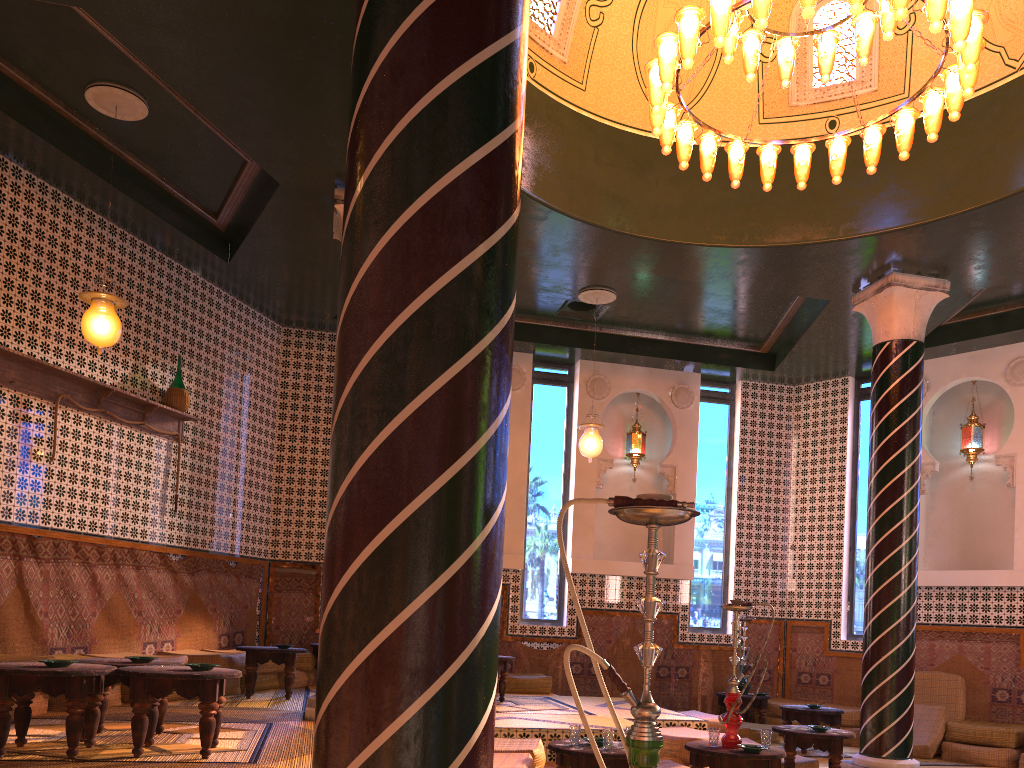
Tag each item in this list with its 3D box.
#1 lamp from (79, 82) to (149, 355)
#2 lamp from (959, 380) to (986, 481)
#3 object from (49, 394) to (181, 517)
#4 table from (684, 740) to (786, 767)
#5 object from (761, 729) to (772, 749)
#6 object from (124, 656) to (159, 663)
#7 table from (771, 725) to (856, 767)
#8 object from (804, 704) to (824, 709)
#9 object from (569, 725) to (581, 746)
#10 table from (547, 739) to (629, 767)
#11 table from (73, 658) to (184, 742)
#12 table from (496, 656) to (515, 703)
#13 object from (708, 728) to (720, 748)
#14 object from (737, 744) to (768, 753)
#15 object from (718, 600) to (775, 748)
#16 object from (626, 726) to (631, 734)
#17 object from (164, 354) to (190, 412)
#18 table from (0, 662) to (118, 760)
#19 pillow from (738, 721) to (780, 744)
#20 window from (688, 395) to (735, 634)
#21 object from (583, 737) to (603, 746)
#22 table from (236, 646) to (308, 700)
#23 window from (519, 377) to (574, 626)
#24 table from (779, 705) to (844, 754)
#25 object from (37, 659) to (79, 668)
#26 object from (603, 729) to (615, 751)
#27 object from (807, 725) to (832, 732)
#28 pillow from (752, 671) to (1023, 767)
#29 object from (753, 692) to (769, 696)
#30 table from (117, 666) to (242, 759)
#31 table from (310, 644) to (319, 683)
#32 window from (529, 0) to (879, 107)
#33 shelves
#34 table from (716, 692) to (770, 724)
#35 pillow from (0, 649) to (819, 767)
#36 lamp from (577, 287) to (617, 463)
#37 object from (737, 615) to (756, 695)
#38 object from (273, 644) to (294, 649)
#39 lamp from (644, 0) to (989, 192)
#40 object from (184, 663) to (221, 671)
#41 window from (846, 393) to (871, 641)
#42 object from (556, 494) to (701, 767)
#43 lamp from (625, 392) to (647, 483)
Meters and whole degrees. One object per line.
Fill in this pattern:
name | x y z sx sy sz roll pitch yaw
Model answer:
lamp | -3.594 -1.403 7.692 0.522 2.292 0.522 4 -3 -23
lamp | 6.823 0.676 12.786 0.364 1.547 0.325 5 -4 -39
object | -4.444 0.864 9.822 0.060 1.025 2.048 2 -12 18
table | 1.876 3.379 7.320 0.846 0.579 0.858 -7 -15 41
object | 2.170 3.033 7.377 0.093 0.161 0.093 7 -7 -34
object | -2.873 2.142 6.698 0.253 0.045 0.256 10 -17 -26
table | 3.145 3.923 9.047 0.839 0.579 0.865 -2 -12 23
object | 4.096 4.374 11.703 0.250 0.045 0.259 2 -15 3
object | 0.509 2.844 6.981 0.092 0.161 0.094 -1 -7 35
table | 0.695 3.236 7.003 0.845 0.579 0.859 7 -12 -21
table | -3.017 2.462 6.732 0.840 0.579 0.864 -3 -13 27
table | -0.388 3.763 11.006 0.838 0.579 0.866 3 -11 0
object | 1.702 2.982 7.274 0.092 0.161 0.094 4 -6 -10
object | 1.983 3.012 7.121 0.252 0.045 0.258 -7 -18 32
object | 1.975 2.471 7.358 0.462 1.239 0.305 3 -3 4
object | 0.977 2.895 7.084 0.093 0.161 0.093 7 -7 -34
object | -4.084 -0.006 10.558 0.301 0.713 0.305 0 -5 29
table | -3.172 2.229 5.909 0.840 0.579 0.864 -3 -13 27
pillow | 3.358 5.142 12.720 0.995 0.273 0.961 15 -19 -40
window | 3.319 2.197 14.536 0.777 3.955 0.092 3 -2 -12
object | 0.705 2.946 7.102 0.252 0.045 0.258 -7 -18 32
table | -2.906 3.478 10.400 0.839 0.579 0.864 4 -11 -6
window | 0.532 1.895 13.923 0.777 3.955 0.092 3 -2 -12
table | 4.063 4.707 11.745 0.846 0.579 0.858 -7 -15 41
object | -3.098 1.911 5.893 0.252 0.045 0.258 -7 -18 32
object | 0.762 2.816 6.833 0.093 0.161 0.093 7 -7 -34
object | 3.200 3.586 8.975 0.253 0.045 0.256 10 -17 -26
pillow | 5.952 4.617 12.007 1.432 1.175 5.823 12 -17 -41
object | 3.906 4.869 13.541 0.250 0.045 0.259 2 -15 3
table | -2.379 2.336 6.161 0.840 0.579 0.864 -3 -13 27
table | -2.492 4.046 12.399 0.837 0.579 0.866 2 -11 6
window | 2.432 -4.347 6.904 5.750 1.143 5.682 -4 -16 23
shelves | -4.702 -0.050 8.699 0.255 0.334 4.637 1 -15 18
table | 3.635 5.202 13.639 0.838 0.579 0.865 3 -11 -3
pillow | -1.346 3.197 8.216 10.068 1.245 10.231 6 -15 -11
lamp | 1.106 -0.076 11.707 0.522 2.292 0.522 4 -3 -23
object | 3.649 4.279 13.639 0.300 1.240 0.471 1 -4 24
object | -2.755 3.168 10.414 0.250 0.045 0.259 2 -15 3
lamp | 2.366 -4.333 6.755 2.472 4.553 2.518 3 -5 -4
object | -2.227 2.039 6.207 0.250 0.045 0.259 2 -15 3
window | 5.778 2.101 13.756 0.092 3.955 0.775 5 -3 -42
object | 0.355 0.980 2.795 0.463 1.240 0.302 3 -3 -4
lamp | 2.066 0.878 14.354 0.360 1.547 0.329 2 -3 21
